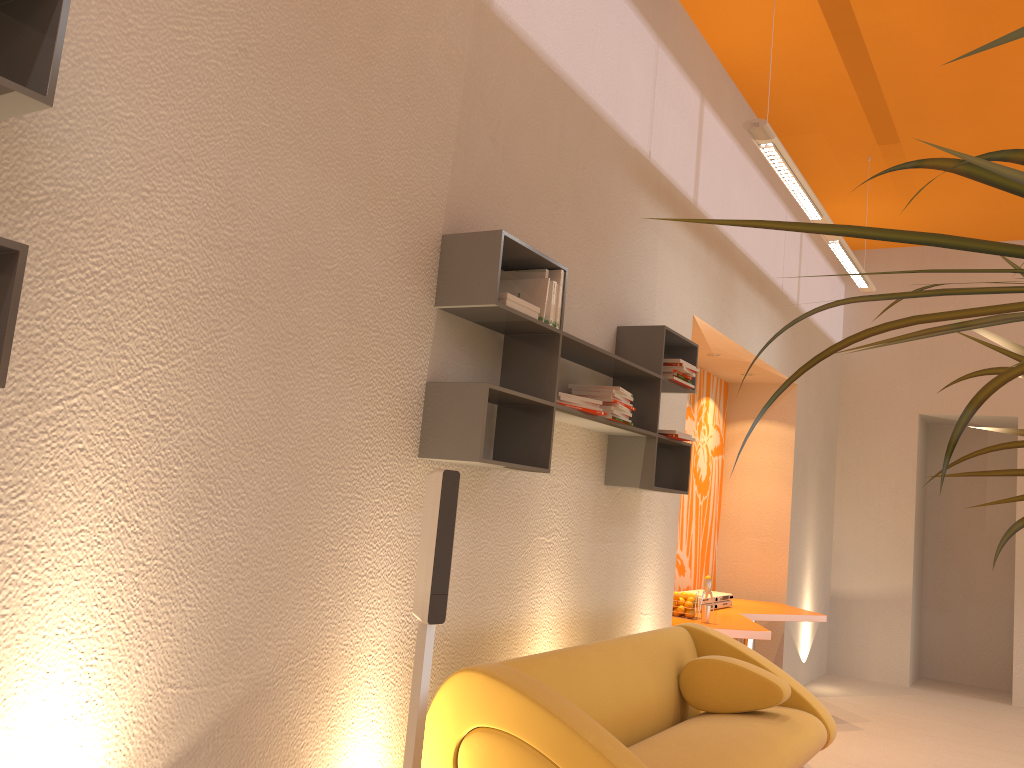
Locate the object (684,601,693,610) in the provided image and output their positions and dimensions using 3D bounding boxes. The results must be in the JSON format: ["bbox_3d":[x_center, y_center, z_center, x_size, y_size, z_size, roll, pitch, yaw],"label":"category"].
[{"bbox_3d":[1.110,1.393,5.573,0.053,0.055,0.060,3,-8,19],"label":"object"}]

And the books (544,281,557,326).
[{"bbox_3d":[0.056,-0.302,3.371,0.230,0.169,0.027,1,-9,31],"label":"books"}]

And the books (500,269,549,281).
[{"bbox_3d":[0.034,-0.326,3.360,0.207,0.210,0.021,1,-9,31],"label":"books"}]

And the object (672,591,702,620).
[{"bbox_3d":[1.082,1.396,5.657,0.207,0.174,0.189,1,-9,31],"label":"object"}]

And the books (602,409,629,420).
[{"bbox_3d":[0.386,0.132,3.883,0.190,0.015,0.254,2,-8,22],"label":"books"}]

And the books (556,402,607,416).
[{"bbox_3d":[0.208,0.102,3.588,0.297,0.013,0.210,12,-10,-43],"label":"books"}]

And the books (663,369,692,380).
[{"bbox_3d":[0.777,-0.048,4.504,0.190,0.015,0.254,1,-9,33],"label":"books"}]

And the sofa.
[{"bbox_3d":[0.595,1.410,3.492,0.929,0.706,2.081,1,-9,31],"label":"sofa"}]

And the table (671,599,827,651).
[{"bbox_3d":[1.508,1.979,6.186,0.969,0.760,2.573,1,-9,31],"label":"table"}]

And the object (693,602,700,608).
[{"bbox_3d":[1.171,1.411,5.679,0.063,0.051,0.053,0,-9,35],"label":"object"}]

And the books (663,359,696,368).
[{"bbox_3d":[0.784,-0.098,4.488,0.226,0.017,0.230,1,-9,31],"label":"books"}]

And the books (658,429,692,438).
[{"bbox_3d":[0.755,0.249,4.450,0.226,0.017,0.230,1,-9,31],"label":"books"}]

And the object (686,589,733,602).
[{"bbox_3d":[1.451,1.557,6.511,0.262,0.049,0.349,1,-9,31],"label":"object"}]

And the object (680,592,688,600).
[{"bbox_3d":[1.096,1.355,5.667,0.051,0.053,0.063,8,-8,-22],"label":"object"}]

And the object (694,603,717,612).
[{"bbox_3d":[1.266,1.548,6.204,0.262,0.049,0.349,1,-9,31],"label":"object"}]

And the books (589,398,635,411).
[{"bbox_3d":[0.396,0.089,3.902,0.210,0.013,0.297,2,-8,26],"label":"books"}]

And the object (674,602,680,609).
[{"bbox_3d":[1.050,1.415,5.676,0.051,0.053,0.062,7,-8,-15],"label":"object"}]

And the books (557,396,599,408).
[{"bbox_3d":[0.201,0.075,3.581,0.190,0.015,0.254,-1,-10,42],"label":"books"}]

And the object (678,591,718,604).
[{"bbox_3d":[1.270,1.500,6.210,0.262,0.049,0.349,1,-9,31],"label":"object"}]

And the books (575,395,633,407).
[{"bbox_3d":[0.395,0.076,3.900,0.190,0.011,0.268,2,-8,28],"label":"books"}]

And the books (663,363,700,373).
[{"bbox_3d":[0.793,-0.080,4.495,0.254,0.015,0.190,0,-9,38],"label":"books"}]

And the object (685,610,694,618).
[{"bbox_3d":[1.114,1.445,5.572,0.053,0.053,0.061,3,-8,21],"label":"object"}]

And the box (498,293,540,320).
[{"bbox_3d":[-0.057,-0.274,3.199,0.232,0.047,0.232,1,-9,31],"label":"box"}]

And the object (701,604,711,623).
[{"bbox_3d":[1.192,1.415,5.458,0.060,0.106,0.060,9,-8,-26],"label":"object"}]

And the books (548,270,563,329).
[{"bbox_3d":[0.084,-0.323,3.417,0.230,0.227,0.017,1,-9,31],"label":"books"}]

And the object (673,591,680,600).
[{"bbox_3d":[1.036,1.345,5.621,0.050,0.060,0.059,9,-8,-24],"label":"object"}]

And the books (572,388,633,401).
[{"bbox_3d":[0.400,0.048,3.900,0.190,0.015,0.254,2,-8,28],"label":"books"}]

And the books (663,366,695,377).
[{"bbox_3d":[0.788,-0.064,4.496,0.230,0.017,0.226,2,-8,26],"label":"books"}]

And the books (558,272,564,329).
[{"bbox_3d":[0.087,-0.320,3.436,0.230,0.227,0.017,1,-9,31],"label":"books"}]

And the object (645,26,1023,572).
[{"bbox_3d":[1.509,0.284,0.325,3.098,2.600,3.241,-1,-10,39],"label":"object"}]

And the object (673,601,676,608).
[{"bbox_3d":[1.016,1.394,5.627,0.053,0.054,0.061,2,-8,22],"label":"object"}]

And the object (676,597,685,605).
[{"bbox_3d":[1.070,1.379,5.627,0.055,0.051,0.061,10,-8,-29],"label":"object"}]

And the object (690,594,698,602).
[{"bbox_3d":[1.163,1.368,5.659,0.052,0.060,0.057,11,-9,-35],"label":"object"}]

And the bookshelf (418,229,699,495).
[{"bbox_3d":[0.333,0.024,3.860,0.252,0.790,2.000,1,-9,31],"label":"bookshelf"}]

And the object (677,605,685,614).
[{"bbox_3d":[1.066,1.422,5.588,0.052,0.053,0.062,4,-8,13],"label":"object"}]

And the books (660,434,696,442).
[{"bbox_3d":[0.764,0.267,4.456,0.254,0.015,0.190,0,-9,38],"label":"books"}]

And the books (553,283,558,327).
[{"bbox_3d":[0.063,-0.298,3.399,0.230,0.169,0.027,1,-9,31],"label":"books"}]

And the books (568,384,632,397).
[{"bbox_3d":[0.392,0.032,3.911,0.230,0.017,0.226,3,-8,21],"label":"books"}]

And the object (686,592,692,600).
[{"bbox_3d":[1.139,1.368,5.706,0.063,0.051,0.053,2,-8,24],"label":"object"}]

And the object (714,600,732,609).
[{"bbox_3d":[1.442,1.605,6.508,0.250,0.049,0.349,1,-9,31],"label":"object"}]

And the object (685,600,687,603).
[{"bbox_3d":[1.123,1.401,5.650,0.064,0.053,0.051,8,-8,-21],"label":"object"}]

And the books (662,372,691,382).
[{"bbox_3d":[0.782,-0.032,4.507,0.190,0.015,0.254,2,-8,27],"label":"books"}]

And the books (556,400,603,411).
[{"bbox_3d":[0.206,0.090,3.587,0.268,0.011,0.190,12,-10,-42],"label":"books"}]

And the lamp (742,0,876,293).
[{"bbox_3d":[2.025,-1.479,5.665,0.120,1.052,3.195,1,-9,31],"label":"lamp"}]

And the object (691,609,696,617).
[{"bbox_3d":[1.138,1.455,5.627,0.061,0.053,0.053,3,-8,19],"label":"object"}]

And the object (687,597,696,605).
[{"bbox_3d":[1.135,1.372,5.612,0.053,0.051,0.063,2,-8,22],"label":"object"}]

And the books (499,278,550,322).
[{"bbox_3d":[0.029,-0.311,3.324,0.230,0.169,0.023,1,-9,31],"label":"books"}]

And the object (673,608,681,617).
[{"bbox_3d":[1.046,1.449,5.623,0.050,0.055,0.061,2,-8,22],"label":"object"}]

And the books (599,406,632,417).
[{"bbox_3d":[0.394,0.118,3.891,0.190,0.015,0.254,2,-8,28],"label":"books"}]

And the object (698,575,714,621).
[{"bbox_3d":[1.201,1.327,5.484,0.101,0.288,0.088,5,-7,2],"label":"object"}]

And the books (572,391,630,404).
[{"bbox_3d":[0.393,0.062,3.892,0.190,0.015,0.254,2,-8,22],"label":"books"}]

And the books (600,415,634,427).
[{"bbox_3d":[0.389,0.159,3.893,0.210,0.013,0.297,2,-8,26],"label":"books"}]

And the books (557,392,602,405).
[{"bbox_3d":[0.210,0.061,3.586,0.254,0.015,0.190,12,-10,-42],"label":"books"}]

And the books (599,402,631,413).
[{"bbox_3d":[0.385,0.103,3.901,0.230,0.017,0.226,3,-8,21],"label":"books"}]

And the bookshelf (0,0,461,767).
[{"bbox_3d":[-1.179,0.236,1.325,0.322,2.145,3.370,1,-9,33],"label":"bookshelf"}]

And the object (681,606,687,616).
[{"bbox_3d":[1.091,1.449,5.662,0.057,0.060,0.052,8,-8,-18],"label":"object"}]

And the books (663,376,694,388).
[{"bbox_3d":[0.773,-0.009,4.492,0.210,0.013,0.297,1,-9,31],"label":"books"}]

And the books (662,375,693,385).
[{"bbox_3d":[0.777,-0.020,4.496,0.190,0.011,0.268,1,-9,33],"label":"books"}]

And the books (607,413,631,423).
[{"bbox_3d":[0.388,0.147,3.891,0.190,0.011,0.268,2,-8,28],"label":"books"}]
